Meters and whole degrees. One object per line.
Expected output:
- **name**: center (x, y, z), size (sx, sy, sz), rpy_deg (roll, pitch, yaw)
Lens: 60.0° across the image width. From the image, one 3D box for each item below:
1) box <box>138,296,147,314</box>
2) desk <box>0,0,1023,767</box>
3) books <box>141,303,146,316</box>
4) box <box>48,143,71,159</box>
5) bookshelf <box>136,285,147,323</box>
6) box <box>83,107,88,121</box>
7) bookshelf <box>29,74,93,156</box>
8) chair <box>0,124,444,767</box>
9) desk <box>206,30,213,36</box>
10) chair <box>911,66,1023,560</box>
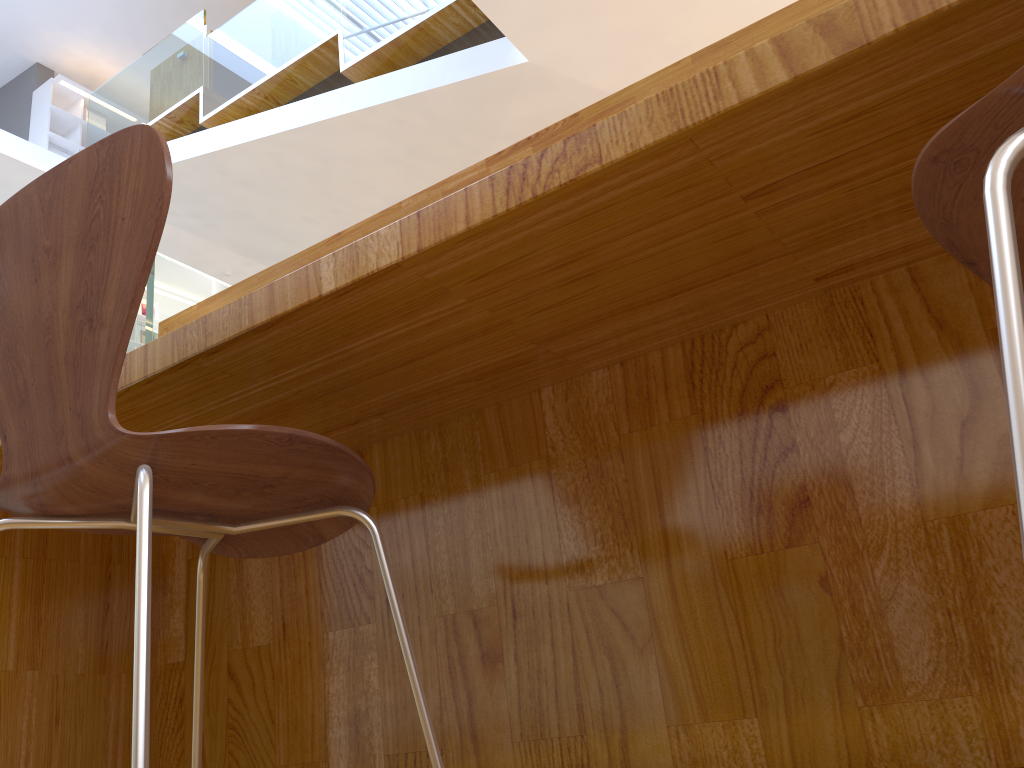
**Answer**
- **box**: center (-3.963, -0.768, 9.497), size (0.274, 0.296, 0.245), rpy_deg (-19, -23, 29)
- **desk**: center (0.658, -0.086, 1.145), size (3.216, 1.022, 1.248), rpy_deg (-19, -23, 29)
- **books**: center (-3.872, -0.745, 9.433), size (0.037, 0.210, 0.145), rpy_deg (-19, -23, 29)
- **box**: center (-4.704, -2.272, 9.125), size (0.274, 0.296, 0.245), rpy_deg (-19, -23, 29)
- **bookshelf**: center (-3.695, -0.104, 9.431), size (0.498, 1.836, 2.984), rpy_deg (-19, -23, 29)
- **box**: center (-4.571, -2.799, 9.650), size (0.274, 0.296, 0.245), rpy_deg (-19, -23, 29)
- **bookshelf**: center (-3.924, -1.981, 10.125), size (0.498, 1.836, 2.984), rpy_deg (-19, -23, 29)
- **chair**: center (-0.361, 0.154, 0.960), size (0.428, 0.693, 0.381), rpy_deg (-19, -23, 29)
- **desk**: center (-1.857, -2.145, 8.607), size (0.760, 0.606, 3.196), rpy_deg (-19, -23, 29)
- **chair**: center (0.439, -0.120, 0.483), size (0.428, 0.693, 0.381), rpy_deg (-19, -23, 29)
